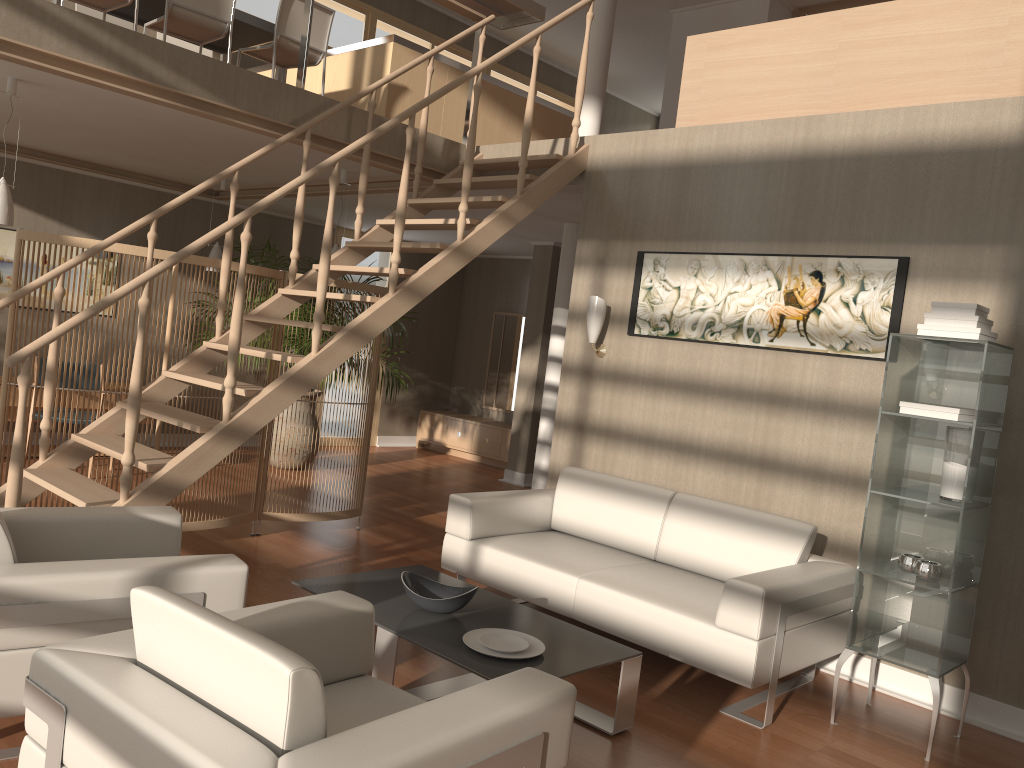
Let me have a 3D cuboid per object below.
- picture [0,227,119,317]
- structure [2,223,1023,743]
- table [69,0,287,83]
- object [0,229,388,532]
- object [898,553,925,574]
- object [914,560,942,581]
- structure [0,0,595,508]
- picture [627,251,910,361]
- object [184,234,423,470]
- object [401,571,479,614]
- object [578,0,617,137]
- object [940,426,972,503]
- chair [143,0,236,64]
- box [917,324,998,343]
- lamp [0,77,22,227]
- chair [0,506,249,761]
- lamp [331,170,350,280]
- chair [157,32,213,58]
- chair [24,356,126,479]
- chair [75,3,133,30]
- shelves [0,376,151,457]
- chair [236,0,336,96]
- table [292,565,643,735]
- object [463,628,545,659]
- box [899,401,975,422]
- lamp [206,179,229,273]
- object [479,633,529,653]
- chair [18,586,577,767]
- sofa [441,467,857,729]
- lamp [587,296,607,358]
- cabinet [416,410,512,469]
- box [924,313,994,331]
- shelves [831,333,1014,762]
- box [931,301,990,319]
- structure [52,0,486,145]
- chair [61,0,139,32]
[{"bbox_3d":[-3.993,-0.947,7.473,0.010,0.633,1.317,9,4,43],"label":"picture"},{"bbox_3d":[0.481,-0.116,6.244,8.342,2.533,10.775,9,4,43],"label":"structure"},{"bbox_3d":[-2.590,-2.308,6.134,0.900,0.740,1.800,9,4,43],"label":"table"},{"bbox_3d":[-1.686,0.066,5.156,2.229,1.542,0.233,5,3,-42],"label":"object"},{"bbox_3d":[1.634,0.736,3.627,0.103,0.066,0.103,6,3,-28],"label":"object"},{"bbox_3d":[1.657,0.743,3.532,0.103,0.066,0.103,6,3,-28],"label":"object"},{"bbox_3d":[-1.064,-0.763,4.681,1.000,3.578,3.150,9,4,43],"label":"structure"},{"bbox_3d":[1.255,-0.437,4.631,1.531,0.487,0.018,9,4,43],"label":"picture"},{"bbox_3d":[-1.975,-0.166,8.120,2.109,2.304,2.157,9,3,32],"label":"object"},{"bbox_3d":[-0.290,0.826,3.470,0.317,0.125,0.223,8,3,15],"label":"object"},{"bbox_3d":[0.712,-2.787,7.192,0.200,2.400,0.200,9,4,43],"label":"object"},{"bbox_3d":[1.779,0.321,3.526,0.129,0.291,0.129,8,3,15],"label":"object"},{"bbox_3d":[-2.112,-2.263,5.754,0.430,0.796,0.496,5,3,-42],"label":"chair"},{"bbox_3d":[1.767,-0.196,3.522,0.232,0.047,0.232,9,4,43],"label":"box"},{"bbox_3d":[-2.775,-1.274,4.861,0.139,0.800,0.139,5,3,-32],"label":"lamp"},{"bbox_3d":[-1.468,0.699,2.896,0.905,0.740,0.900,5,3,-37],"label":"chair"},{"bbox_3d":[-1.266,-1.161,6.475,0.139,0.800,0.139,7,3,-11],"label":"lamp"},{"bbox_3d":[-2.491,-2.359,6.847,0.430,0.796,0.496,5,3,-37],"label":"chair"},{"bbox_3d":[-3.332,0.238,6.741,0.582,0.856,0.509,7,3,-7],"label":"chair"},{"bbox_3d":[-2.874,-2.387,6.427,0.496,0.796,0.430,9,3,38],"label":"chair"},{"bbox_3d":[-3.794,0.281,7.263,0.658,0.590,1.600,9,4,43],"label":"shelves"},{"bbox_3d":[-1.585,-2.213,6.098,0.496,0.796,0.430,9,3,38],"label":"chair"},{"bbox_3d":[-0.227,1.044,3.459,1.260,0.293,0.700,9,4,43],"label":"table"},{"bbox_3d":[-0.029,0.925,3.142,0.294,0.020,0.294,8,3,15],"label":"object"},{"bbox_3d":[1.713,0.112,3.543,0.232,0.047,0.232,5,3,-42],"label":"box"},{"bbox_3d":[-2.533,-1.371,7.675,0.139,0.800,0.139,8,3,17],"label":"lamp"},{"bbox_3d":[-0.029,0.923,3.142,0.178,0.020,0.178,7,3,-8],"label":"object"},{"bbox_3d":[-0.480,0.858,2.064,0.900,0.740,0.905,9,3,38],"label":"chair"},{"bbox_3d":[0.593,0.891,4.266,1.781,0.740,0.905,9,4,43],"label":"sofa"},{"bbox_3d":[0.501,-0.337,5.243,0.112,0.353,0.153,9,4,43],"label":"lamp"},{"bbox_3d":[-0.277,0.661,10.140,1.911,0.458,0.500,9,4,43],"label":"cabinet"},{"bbox_3d":[1.772,-0.243,3.522,0.200,0.047,0.200,9,4,43],"label":"box"},{"bbox_3d":[1.662,0.619,3.579,0.400,1.600,0.403,9,4,43],"label":"shelves"},{"bbox_3d":[1.777,-0.290,3.519,0.168,0.047,0.168,9,4,43],"label":"box"},{"bbox_3d":[-2.613,-2.392,6.141,3.475,0.900,3.300,9,4,43],"label":"structure"},{"bbox_3d":[-2.539,-2.295,5.307,0.496,0.796,0.430,9,4,43],"label":"chair"}]
